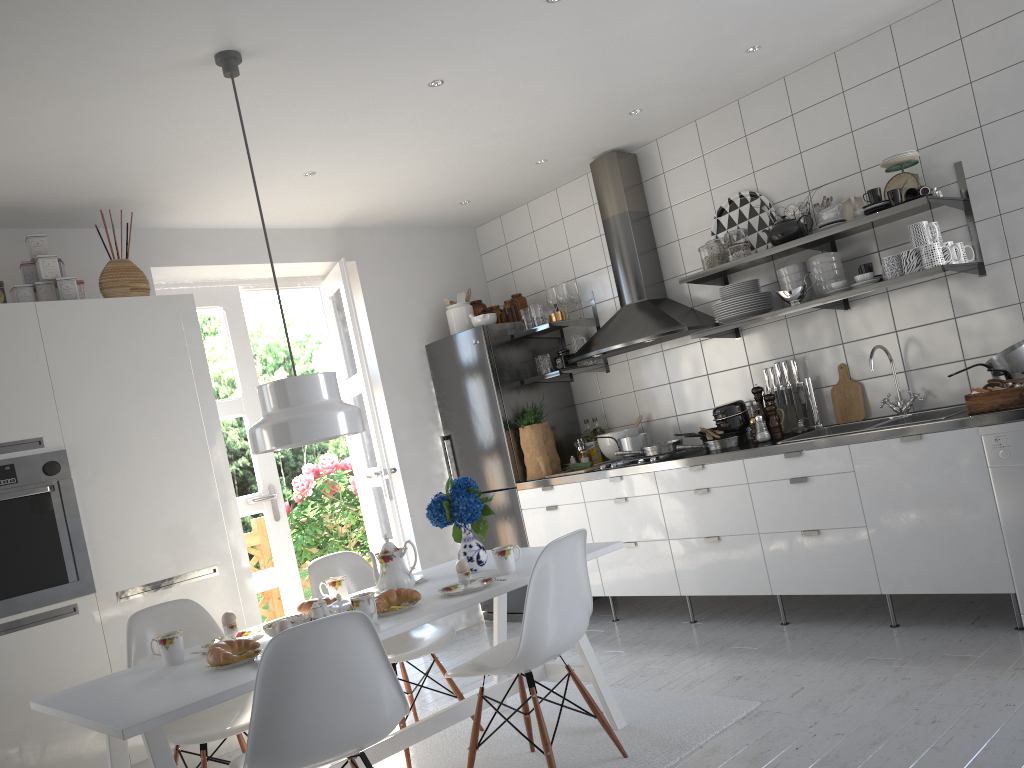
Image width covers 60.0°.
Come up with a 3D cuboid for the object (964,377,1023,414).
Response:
[{"bbox_3d":[1.939,0.030,3.405,0.210,0.100,0.302,-10,-3,-41],"label":"object"}]

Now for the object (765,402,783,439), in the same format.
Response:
[{"bbox_3d":[1.284,0.177,4.352,0.058,0.184,0.058,-12,-1,-15],"label":"object"}]

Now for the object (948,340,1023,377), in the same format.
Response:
[{"bbox_3d":[2.011,-0.079,3.690,0.372,0.169,0.202,-13,-2,24],"label":"object"}]

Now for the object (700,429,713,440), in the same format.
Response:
[{"bbox_3d":[0.990,0.256,4.502,0.064,0.044,0.334,-13,-3,13],"label":"object"}]

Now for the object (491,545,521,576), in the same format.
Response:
[{"bbox_3d":[-0.022,0.618,3.106,0.078,0.095,0.090,-14,-2,40],"label":"object"}]

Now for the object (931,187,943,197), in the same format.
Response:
[{"bbox_3d":[1.814,-0.812,3.797,0.052,0.067,0.066,-11,-2,-42],"label":"object"}]

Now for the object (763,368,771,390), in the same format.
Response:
[{"bbox_3d":[1.332,-0.026,4.621,0.028,0.114,0.019,-13,-1,42],"label":"object"}]

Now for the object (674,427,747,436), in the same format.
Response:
[{"bbox_3d":[1.042,0.253,4.541,0.354,0.080,0.247,-10,-3,-35],"label":"object"}]

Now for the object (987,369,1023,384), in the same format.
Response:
[{"bbox_3d":[2.062,-0.014,3.594,0.201,0.154,0.347,-13,-3,31],"label":"object"}]

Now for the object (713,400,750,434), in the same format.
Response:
[{"bbox_3d":[1.121,0.170,4.526,0.190,0.159,0.197,-12,-2,8],"label":"object"}]

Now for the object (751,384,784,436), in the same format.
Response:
[{"bbox_3d":[1.277,0.133,4.440,0.060,0.282,0.124,-12,-1,-38],"label":"object"}]

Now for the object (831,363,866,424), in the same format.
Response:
[{"bbox_3d":[1.645,0.044,4.359,0.046,0.293,0.158,-11,-1,-43],"label":"object"}]

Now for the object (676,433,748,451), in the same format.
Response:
[{"bbox_3d":[1.046,0.304,4.580,0.352,0.060,0.231,-14,-3,25],"label":"object"}]

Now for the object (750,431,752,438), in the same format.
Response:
[{"bbox_3d":[1.277,0.252,4.628,0.066,0.067,0.052,-12,-2,8],"label":"object"}]

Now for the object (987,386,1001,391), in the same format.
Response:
[{"bbox_3d":[1.905,0.041,3.373,0.030,0.084,0.221,-12,-3,-18],"label":"object"}]

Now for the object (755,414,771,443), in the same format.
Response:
[{"bbox_3d":[1.218,0.215,4.331,0.069,0.135,0.069,-13,-1,27],"label":"object"}]

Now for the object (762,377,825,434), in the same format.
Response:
[{"bbox_3d":[1.429,0.120,4.549,0.066,0.260,0.323,-11,-2,-43],"label":"object"}]

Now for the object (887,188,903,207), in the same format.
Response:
[{"bbox_3d":[1.611,-0.778,3.717,0.055,0.077,0.070,-12,-2,10],"label":"object"}]

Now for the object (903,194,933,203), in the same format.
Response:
[{"bbox_3d":[1.702,-0.769,3.715,0.121,0.021,0.122,-10,-4,-38],"label":"object"}]

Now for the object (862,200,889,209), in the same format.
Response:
[{"bbox_3d":[1.569,-0.764,3.805,0.121,0.023,0.121,-12,-3,-2],"label":"object"}]

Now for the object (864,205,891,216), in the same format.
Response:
[{"bbox_3d":[1.576,-0.737,3.803,0.121,0.021,0.121,-13,-3,24],"label":"object"}]

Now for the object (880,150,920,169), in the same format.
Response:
[{"bbox_3d":[1.711,-0.986,3.913,0.163,0.047,0.164,-12,-3,6],"label":"object"}]

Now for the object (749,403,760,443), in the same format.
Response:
[{"bbox_3d":[1.215,0.190,4.397,0.081,0.192,0.058,-13,-1,36],"label":"object"}]

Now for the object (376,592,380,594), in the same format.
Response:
[{"bbox_3d":[-0.502,0.773,3.291,0.032,0.011,0.140,-10,-4,-40],"label":"object"}]

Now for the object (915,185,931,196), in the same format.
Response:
[{"bbox_3d":[1.715,-0.805,3.706,0.069,0.059,0.082,-13,-2,25],"label":"object"}]

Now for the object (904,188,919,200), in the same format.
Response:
[{"bbox_3d":[1.684,-0.791,3.724,0.069,0.058,0.080,-13,-2,20],"label":"object"}]

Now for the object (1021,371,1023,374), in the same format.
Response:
[{"bbox_3d":[2.194,-0.053,3.449,0.354,0.080,0.247,-10,-3,-35],"label":"object"}]

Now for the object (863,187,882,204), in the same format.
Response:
[{"bbox_3d":[1.558,-0.797,3.812,0.055,0.078,0.071,-12,-2,-23],"label":"object"}]

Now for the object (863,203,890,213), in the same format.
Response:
[{"bbox_3d":[1.574,-0.746,3.804,0.121,0.021,0.122,-10,-4,-38],"label":"object"}]

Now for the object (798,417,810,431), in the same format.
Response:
[{"bbox_3d":[1.474,0.200,4.458,0.029,0.068,0.070,-11,-2,-38],"label":"object"}]

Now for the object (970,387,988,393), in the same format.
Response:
[{"bbox_3d":[1.863,0.048,3.423,0.030,0.093,0.217,-12,-3,-17],"label":"object"}]

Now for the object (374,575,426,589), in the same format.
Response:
[{"bbox_3d":[-0.423,0.758,3.363,0.200,0.016,0.202,-10,-4,-38],"label":"object"}]

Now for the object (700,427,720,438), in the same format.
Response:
[{"bbox_3d":[1.004,0.246,4.500,0.059,0.060,0.334,-12,-3,5],"label":"object"}]

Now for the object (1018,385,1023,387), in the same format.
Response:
[{"bbox_3d":[1.916,0.020,3.324,0.055,0.030,0.053,-14,-3,42],"label":"object"}]

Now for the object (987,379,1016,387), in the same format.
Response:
[{"bbox_3d":[2.009,0.011,3.461,0.267,0.107,0.047,-15,-3,44],"label":"object"}]

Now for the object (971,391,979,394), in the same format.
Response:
[{"bbox_3d":[1.814,0.050,3.447,0.048,0.048,0.049,-11,-2,-32],"label":"object"}]

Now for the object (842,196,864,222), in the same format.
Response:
[{"bbox_3d":[1.585,-0.791,4.083,0.115,0.152,0.128,-12,-2,-17],"label":"object"}]

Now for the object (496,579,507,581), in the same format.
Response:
[{"bbox_3d":[-0.070,0.666,3.022,0.032,0.011,0.140,-10,-4,-40],"label":"object"}]

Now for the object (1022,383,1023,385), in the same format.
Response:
[{"bbox_3d":[1.991,0.024,3.408,0.068,0.067,0.035,-13,-2,28],"label":"object"}]

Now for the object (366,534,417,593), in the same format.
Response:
[{"bbox_3d":[-0.408,0.629,3.063,0.140,0.230,0.150,-12,-2,-25],"label":"object"}]

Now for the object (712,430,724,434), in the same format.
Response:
[{"bbox_3d":[1.041,0.250,4.513,0.065,0.021,0.336,-13,-3,10],"label":"object"}]

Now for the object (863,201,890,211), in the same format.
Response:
[{"bbox_3d":[1.573,-0.755,3.803,0.121,0.023,0.121,-12,-3,-12],"label":"object"}]

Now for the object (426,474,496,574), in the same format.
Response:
[{"bbox_3d":[-0.180,0.519,3.309,0.235,0.376,0.267,-11,-2,-41],"label":"object"}]

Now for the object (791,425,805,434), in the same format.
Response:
[{"bbox_3d":[1.426,0.228,4.418,0.070,0.031,0.073,-10,-4,-43],"label":"object"}]

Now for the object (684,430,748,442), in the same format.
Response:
[{"bbox_3d":[1.036,0.268,4.551,0.347,0.082,0.243,-12,-3,-1],"label":"object"}]

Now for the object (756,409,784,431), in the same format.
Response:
[{"bbox_3d":[1.325,0.198,4.536,0.115,0.144,0.127,-12,-2,-4],"label":"object"}]

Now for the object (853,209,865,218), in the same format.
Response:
[{"bbox_3d":[1.556,-0.747,3.931,0.082,0.048,0.080,-11,-3,-30],"label":"object"}]

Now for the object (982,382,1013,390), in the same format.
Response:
[{"bbox_3d":[1.923,0.037,3.505,0.118,0.099,0.084,-14,-2,41],"label":"object"}]

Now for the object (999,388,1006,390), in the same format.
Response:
[{"bbox_3d":[1.873,0.036,3.376,0.050,0.043,0.050,-12,-2,6],"label":"object"}]

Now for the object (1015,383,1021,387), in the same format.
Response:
[{"bbox_3d":[1.956,0.029,3.446,0.054,0.059,0.068,-14,-3,43],"label":"object"}]

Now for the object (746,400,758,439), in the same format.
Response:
[{"bbox_3d":[1.270,0.191,4.734,0.080,0.201,0.101,-12,-1,-23],"label":"object"}]
